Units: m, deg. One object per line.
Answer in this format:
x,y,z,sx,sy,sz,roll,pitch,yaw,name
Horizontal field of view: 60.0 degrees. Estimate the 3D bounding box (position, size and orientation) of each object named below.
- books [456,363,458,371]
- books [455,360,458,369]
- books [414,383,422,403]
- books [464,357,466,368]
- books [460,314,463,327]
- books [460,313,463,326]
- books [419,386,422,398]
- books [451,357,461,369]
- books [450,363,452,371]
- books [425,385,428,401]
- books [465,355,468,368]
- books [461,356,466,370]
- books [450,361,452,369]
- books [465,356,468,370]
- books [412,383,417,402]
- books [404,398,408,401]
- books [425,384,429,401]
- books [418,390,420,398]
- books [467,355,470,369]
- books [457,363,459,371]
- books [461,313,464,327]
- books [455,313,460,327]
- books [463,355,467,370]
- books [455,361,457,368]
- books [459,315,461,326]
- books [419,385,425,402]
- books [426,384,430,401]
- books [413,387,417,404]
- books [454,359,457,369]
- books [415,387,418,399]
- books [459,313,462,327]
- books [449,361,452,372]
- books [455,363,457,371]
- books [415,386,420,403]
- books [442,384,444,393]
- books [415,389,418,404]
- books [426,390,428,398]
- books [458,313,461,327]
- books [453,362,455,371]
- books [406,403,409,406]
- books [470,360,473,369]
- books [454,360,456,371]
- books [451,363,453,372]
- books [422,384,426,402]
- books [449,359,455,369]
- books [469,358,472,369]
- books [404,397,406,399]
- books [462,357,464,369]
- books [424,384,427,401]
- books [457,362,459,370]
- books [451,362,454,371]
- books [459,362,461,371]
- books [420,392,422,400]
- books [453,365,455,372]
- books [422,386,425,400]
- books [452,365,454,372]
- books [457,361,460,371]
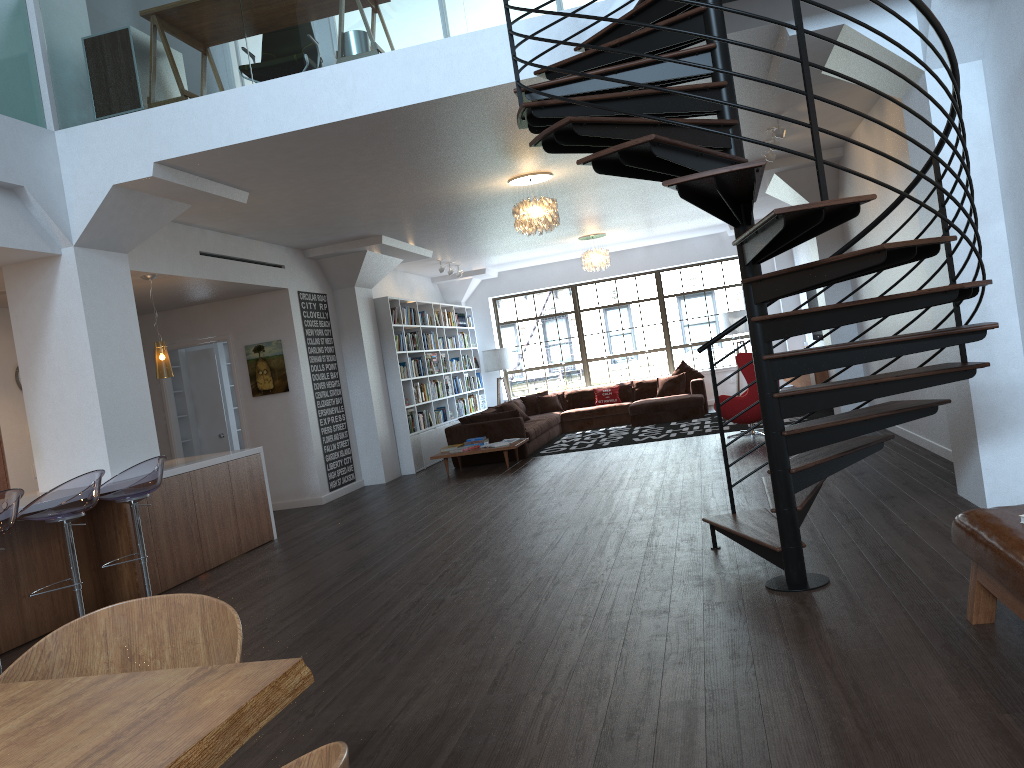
-0.985,-0.295,14.878,0.128,0.178,0.021,-8,1,12,books
-0.986,-0.299,14.905,0.134,0.184,0.030,-8,1,12,books
-1.406,0.136,12.756,0.176,0.290,0.053,-8,1,12,books
-0.885,-0.345,15.397,0.161,0.223,0.032,-8,1,12,books
-0.977,-1.110,15.590,0.183,0.253,0.042,-8,1,12,books
-0.964,-1.113,15.631,0.183,0.253,0.042,-8,1,12,books
-1.403,0.159,12.833,0.174,0.240,0.045,-8,1,12,books
-0.949,-0.332,15.086,0.140,0.231,0.042,-8,1,12,books
-1.059,-0.276,14.524,0.128,0.178,0.020,-8,1,12,books
-1.343,0.139,13.025,0.183,0.253,0.034,-8,1,12,books
-0.870,-0.364,15.545,0.160,0.251,0.039,-8,1,12,books
-0.907,-0.348,15.323,0.174,0.240,0.054,-8,1,12,books
-1.061,-0.280,14.550,0.134,0.184,0.029,-8,1,12,books
-0.875,-0.360,15.507,0.171,0.246,0.039,-8,1,12,books
-1.431,0.140,12.537,0.140,0.298,0.044,-8,1,12,books
-1.543,0.231,12.177,0.174,0.032,0.254,-9,1,7,books
-1.327,0.136,13.096,0.160,0.250,0.026,-8,1,12,books
-1.407,0.171,12.716,0.161,0.223,0.027,-8,1,12,books
-0.841,-0.373,15.668,0.183,0.253,0.042,-8,1,12,books
-0.966,-0.297,14.947,0.109,0.171,0.018,-8,1,12,books
-0.961,-1.114,15.675,0.183,0.253,0.042,-8,1,12,books
-1.019,-1.100,15.420,0.183,0.253,0.042,-8,1,12,books
-0.894,-0.359,15.435,0.183,0.253,0.042,-8,1,12,books
-0.987,-0.294,14.857,0.128,0.178,0.022,-8,1,12,books
-0.995,-1.105,15.504,0.183,0.253,0.042,-8,1,12,books
-1.371,0.150,12.879,0.171,0.246,0.057,-8,1,12,books
-1.318,0.132,13.124,0.183,0.253,0.034,-8,1,12,books
-1.455,0.171,12.492,0.189,0.247,0.057,-8,1,12,books
-1.000,-0.303,14.837,0.127,0.200,0.020,-8,1,12,books
-1.429,0.167,12.630,0.159,0.241,0.038,-8,1,12,books
-0.989,-1.107,15.547,0.183,0.253,0.042,-8,1,12,books
-1.062,-0.275,14.504,0.128,0.178,0.021,-8,1,12,books
-1.005,-0.300,14.805,0.136,0.196,0.045,-8,1,12,books
-1.417,0.161,12.675,0.171,0.246,0.057,-8,1,12,books
-1.161,0.103,13.897,0.168,0.231,0.037,-9,1,12,books
-1.420,0.184,12.584,0.144,0.207,0.048,-8,1,12,books
-1.341,0.144,13.064,0.174,0.240,0.045,-8,1,12,books
-1.004,-1.103,15.461,0.183,0.253,0.042,-8,1,12,books
-1.011,-0.282,14.689,0.107,0.167,0.016,-8,1,12,books
-1.529,0.297,12.183,0.197,0.035,0.284,-9,1,2,books
-0.801,-0.358,15.811,0.161,0.207,0.135,-9,1,12,books
-1.011,-0.296,14.764,0.139,0.191,0.036,-8,1,12,books
-1.041,-0.277,14.590,0.109,0.171,0.017,-8,1,12,books
-1.357,0.142,12.959,0.183,0.253,0.034,-8,1,12,books
-1.024,-0.300,14.725,0.140,0.206,0.042,-8,1,12,books
-0.822,-0.368,15.756,0.174,0.236,0.142,-9,1,12,books
-1.545,0.203,12.181,0.144,0.025,0.204,-9,1,2,books
-0.915,-0.338,15.282,0.161,0.223,0.032,-8,1,12,books
-1.346,0.140,12.991,0.183,0.253,0.034,-8,1,12,books
-0.956,-0.289,14.963,0.110,0.153,0.019,-8,1,12,books
-1.027,-0.277,14.642,0.120,0.167,0.019,-8,1,12,books
-0.935,-0.301,15.049,0.107,0.167,0.017,-8,1,12,books
-1.391,0.166,12.795,0.161,0.223,0.026,-8,1,12,books
-1.015,-0.278,14.665,0.106,0.162,0.030,-8,1,12,books
-1.365,0.156,12.926,0.168,0.231,0.037,-8,1,12,books
-1.029,-0.270,14.624,0.110,0.153,0.017,-8,1,12,books
-0.951,-0.297,15.001,0.120,0.167,0.020,-8,1,12,books
